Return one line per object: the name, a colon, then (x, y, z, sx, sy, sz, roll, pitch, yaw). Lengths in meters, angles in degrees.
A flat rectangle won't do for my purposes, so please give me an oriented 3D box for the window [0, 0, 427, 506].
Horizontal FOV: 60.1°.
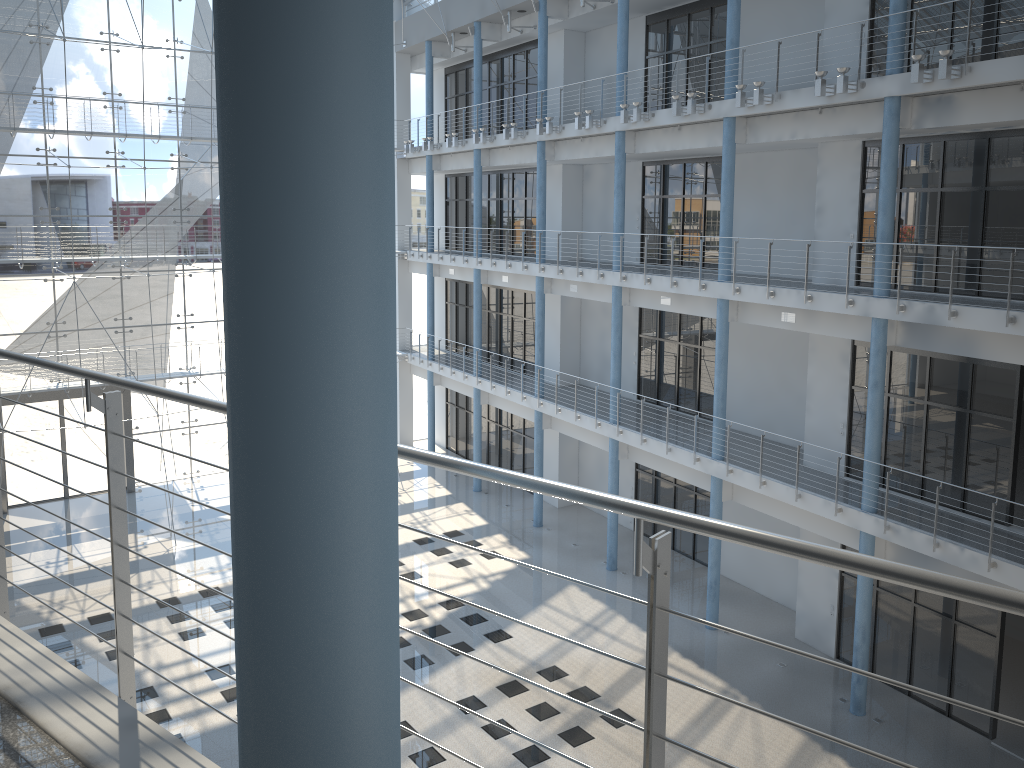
window: (-1.969, -0.862, 3.636, 3.861, 2.748, 0.010, -7, 10, -35)
